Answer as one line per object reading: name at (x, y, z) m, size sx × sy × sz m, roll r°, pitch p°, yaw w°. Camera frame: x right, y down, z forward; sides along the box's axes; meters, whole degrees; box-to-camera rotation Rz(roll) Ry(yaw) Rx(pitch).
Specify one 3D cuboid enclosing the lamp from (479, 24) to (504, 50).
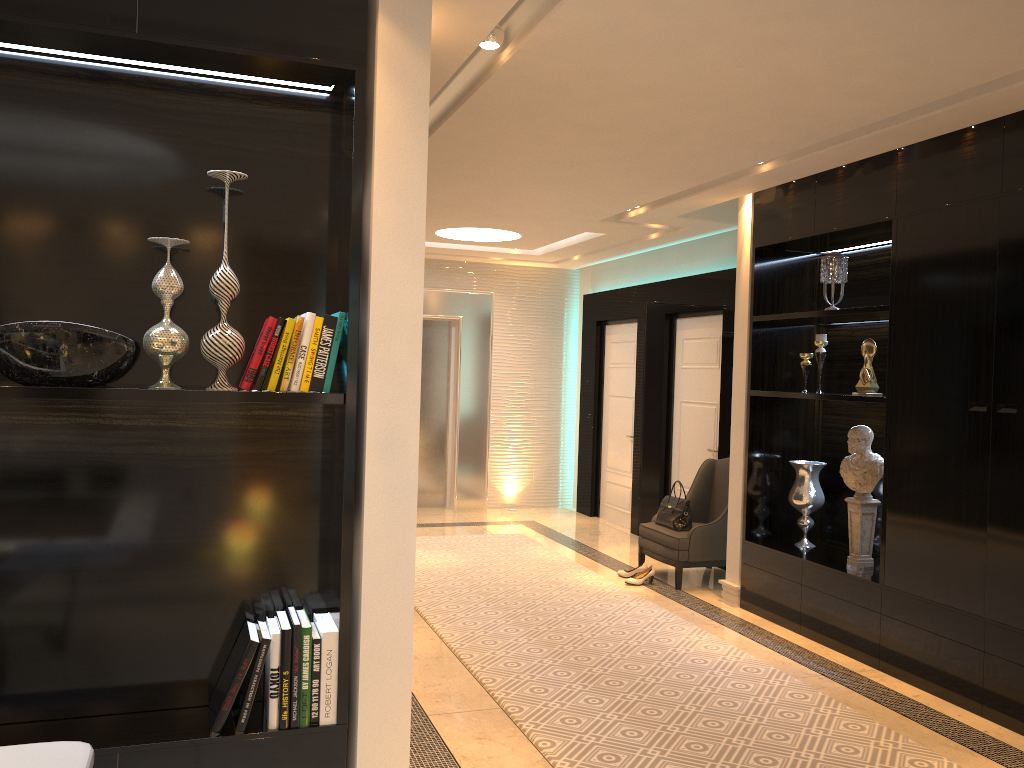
lamp at (-0.081, -1.300, 3.263) m, size 0.107 × 0.127 × 0.107 m, roll 1°, pitch 1°, yaw -38°

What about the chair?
chair at (1.363, 0.981, 6.527) m, size 0.702 × 0.898 × 0.625 m, roll 2°, pitch 1°, yaw -18°

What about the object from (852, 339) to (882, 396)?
object at (1.996, -0.094, 4.973) m, size 0.113 × 0.318 × 0.116 m, roll 2°, pitch 1°, yaw -20°

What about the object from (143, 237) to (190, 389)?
object at (-0.972, -0.196, 2.499) m, size 0.121 × 0.416 × 0.121 m, roll 1°, pitch 1°, yaw -24°

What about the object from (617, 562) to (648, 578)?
object at (0.882, 1.351, 6.466) m, size 0.235 × 0.135 × 0.084 m, roll 2°, pitch 1°, yaw 29°

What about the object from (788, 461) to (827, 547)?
object at (1.846, 0.753, 5.562) m, size 0.221 × 0.522 × 0.221 m, roll 2°, pitch 1°, yaw -15°

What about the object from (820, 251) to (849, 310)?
object at (1.848, -0.588, 5.095) m, size 0.155 × 0.347 × 0.155 m, roll 1°, pitch 1°, yaw -39°

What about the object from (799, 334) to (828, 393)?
object at (1.821, -0.124, 5.362) m, size 0.079 × 0.361 × 0.176 m, roll 1°, pitch 1°, yaw -38°

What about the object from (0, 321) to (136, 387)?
object at (-1.218, -0.077, 2.388) m, size 0.375 × 0.177 × 0.193 m, roll 2°, pitch 1°, yaw -18°

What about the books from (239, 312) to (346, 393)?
books at (-0.647, -0.095, 2.606) m, size 0.290 × 0.238 × 0.189 m, roll 2°, pitch 1°, yaw -21°

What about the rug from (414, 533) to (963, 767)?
rug at (0.203, 1.401, 5.478) m, size 1.526 × 0.015 × 5.025 m, roll 2°, pitch 1°, yaw -19°

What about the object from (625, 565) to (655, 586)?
object at (0.909, 1.354, 6.275) m, size 0.235 × 0.135 × 0.084 m, roll 2°, pitch 1°, yaw -17°

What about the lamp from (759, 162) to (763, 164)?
lamp at (1.348, -1.276, 4.874) m, size 0.107 × 0.127 × 0.107 m, roll 1°, pitch 1°, yaw -38°

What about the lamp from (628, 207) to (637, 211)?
lamp at (0.842, -1.310, 6.319) m, size 0.107 × 0.127 × 0.235 m, roll 2°, pitch 1°, yaw -19°

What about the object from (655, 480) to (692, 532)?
object at (1.187, 0.878, 6.476) m, size 0.168 × 0.345 × 0.366 m, roll 2°, pitch 1°, yaw -20°

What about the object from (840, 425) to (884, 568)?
object at (1.984, 0.631, 5.007) m, size 0.221 × 0.794 × 0.308 m, roll 2°, pitch 1°, yaw 8°

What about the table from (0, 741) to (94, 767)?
table at (-2.008, 1.019, 0.565) m, size 3.031 × 0.759 × 1.293 m, roll 2°, pitch 1°, yaw -19°

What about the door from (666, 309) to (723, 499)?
door at (1.548, 0.407, 7.414) m, size 0.089 × 2.034 × 0.919 m, roll 2°, pitch 1°, yaw -19°

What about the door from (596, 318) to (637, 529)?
door at (1.070, 0.375, 8.774) m, size 0.089 × 2.034 × 0.919 m, roll 2°, pitch 1°, yaw -19°

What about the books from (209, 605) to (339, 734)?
books at (-0.700, 0.825, 2.595) m, size 0.345 × 0.296 × 0.222 m, roll 2°, pitch 1°, yaw -19°

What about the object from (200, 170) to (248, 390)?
object at (-0.817, -0.289, 2.523) m, size 0.121 × 0.612 × 0.121 m, roll 1°, pitch 1°, yaw -24°
